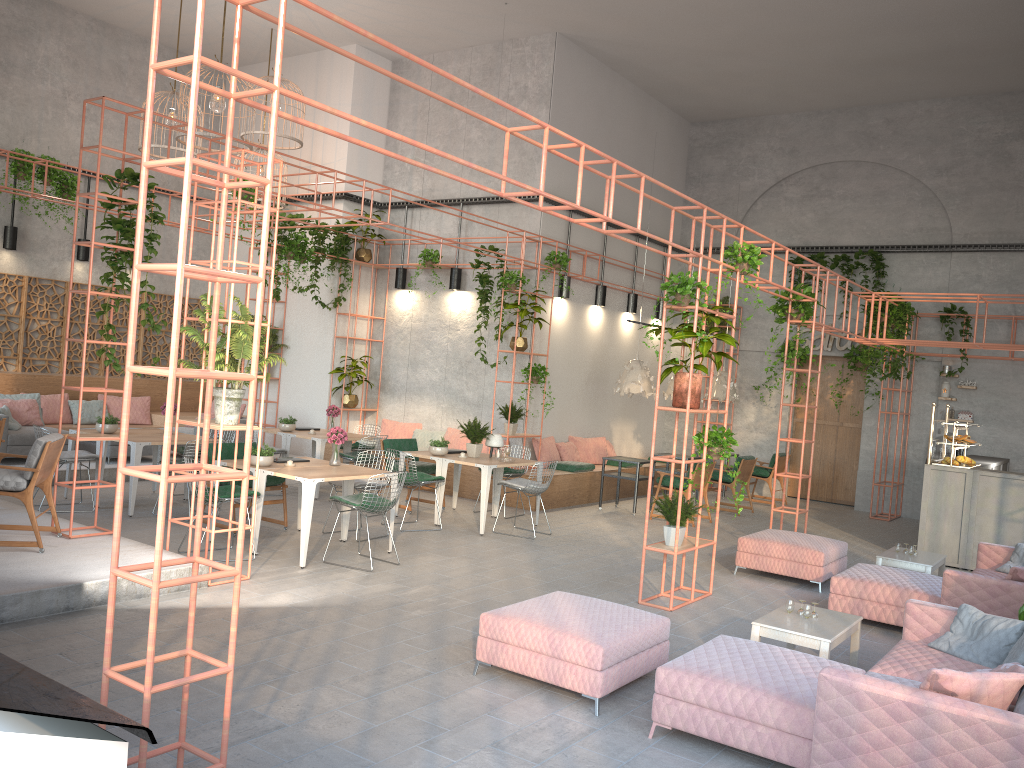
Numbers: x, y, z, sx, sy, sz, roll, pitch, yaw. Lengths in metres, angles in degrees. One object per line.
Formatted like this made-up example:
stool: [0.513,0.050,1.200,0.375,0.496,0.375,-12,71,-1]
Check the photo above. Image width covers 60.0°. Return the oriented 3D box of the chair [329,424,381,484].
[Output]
chair: [-2.431,1.105,13.791,0.565,0.941,0.717,5,1,36]

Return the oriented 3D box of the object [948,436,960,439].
object: [5.656,0.684,11.352,0.093,0.050,0.138,4,1,-39]

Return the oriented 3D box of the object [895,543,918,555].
object: [4.025,1.709,9.050,0.156,0.145,0.199,4,1,-40]

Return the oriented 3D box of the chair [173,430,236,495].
chair: [-3.990,1.006,11.546,0.565,0.941,0.717,5,1,36]

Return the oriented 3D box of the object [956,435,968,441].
object: [5.733,0.684,11.296,0.142,0.087,0.094,5,1,42]

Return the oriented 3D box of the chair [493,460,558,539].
chair: [0.170,1.362,10.847,0.717,0.941,0.565,5,1,31]

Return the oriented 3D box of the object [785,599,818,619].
object: [2.010,1.581,6.149,0.156,0.145,0.199,4,1,-40]

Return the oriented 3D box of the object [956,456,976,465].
object: [5.796,0.974,11.323,0.240,0.104,0.073,5,1,16]

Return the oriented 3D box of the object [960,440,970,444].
object: [5.780,0.736,11.334,0.151,0.052,0.097,5,1,37]

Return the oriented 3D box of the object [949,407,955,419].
object: [7.449,0.486,15.015,0.081,0.204,0.081,5,1,35]

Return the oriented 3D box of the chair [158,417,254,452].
chair: [-4.892,0.829,14.129,1.127,0.672,1.052,5,1,35]

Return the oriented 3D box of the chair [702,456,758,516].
chair: [3.516,1.603,14.368,0.685,0.930,0.722,5,1,35]

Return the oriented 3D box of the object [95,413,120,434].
object: [-4.782,0.461,10.478,0.247,0.247,0.252,5,1,35]

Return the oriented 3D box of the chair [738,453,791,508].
chair: [4.504,1.665,15.790,0.685,0.930,0.722,5,1,35]

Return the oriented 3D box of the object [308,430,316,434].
object: [-2.851,0.679,12.649,0.115,0.078,0.115,5,1,41]

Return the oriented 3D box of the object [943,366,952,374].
object: [7.393,-0.242,15.073,0.133,0.145,0.133,5,1,-3]

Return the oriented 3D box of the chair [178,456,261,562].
chair: [-2.748,1.154,8.355,0.717,0.941,0.565,4,1,-39]

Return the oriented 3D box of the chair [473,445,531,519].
chair: [-0.124,1.319,12.179,0.565,0.941,0.717,5,1,36]

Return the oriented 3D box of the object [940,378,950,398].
object: [7.377,0.061,15.079,0.145,0.336,0.136,4,1,-41]

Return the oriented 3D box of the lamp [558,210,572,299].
lamp: [0.902,-2.113,14.448,0.185,1.425,0.179,5,1,35]

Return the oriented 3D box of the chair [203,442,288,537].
chair: [-2.933,1.124,9.716,0.685,0.917,0.722,5,1,35]

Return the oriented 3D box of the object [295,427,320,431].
object: [-3.114,0.668,13.269,0.268,0.031,0.427,5,1,35]

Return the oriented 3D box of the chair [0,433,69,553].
chair: [-4.143,0.871,7.353,0.685,0.914,0.722,5,1,-15]

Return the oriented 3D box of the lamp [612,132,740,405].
lamp: [3.040,-1.722,14.893,0.704,4.052,4.456,5,1,35]

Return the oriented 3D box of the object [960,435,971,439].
object: [5.843,0.699,11.455,0.149,0.081,0.088,5,1,20]

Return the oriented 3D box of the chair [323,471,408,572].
chair: [-1.403,1.263,8.552,0.717,0.941,0.565,5,1,31]

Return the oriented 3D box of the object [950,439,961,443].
object: [5.690,0.721,11.386,0.146,0.064,0.101,5,1,30]

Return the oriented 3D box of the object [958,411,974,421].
object: [7.622,0.535,14.893,0.219,0.149,0.129,5,1,35]

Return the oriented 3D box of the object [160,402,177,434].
object: [-4.237,0.415,10.963,0.213,0.414,0.225,5,1,27]

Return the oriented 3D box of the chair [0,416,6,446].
chair: [-5.447,0.737,8.617,0.685,0.929,0.722,5,1,35]

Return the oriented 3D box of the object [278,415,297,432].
object: [-3.223,0.559,12.722,0.248,0.247,0.254,5,1,35]

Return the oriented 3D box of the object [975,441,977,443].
object: [5.890,0.725,11.379,0.151,0.049,0.099,5,1,19]

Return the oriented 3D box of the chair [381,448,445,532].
chair: [-1.176,1.253,10.650,0.717,0.941,0.565,4,1,-39]

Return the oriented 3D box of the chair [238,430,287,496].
chair: [-3.483,1.038,12.262,0.717,0.941,0.565,4,1,-39]

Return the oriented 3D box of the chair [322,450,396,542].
chair: [-1.696,1.220,9.884,0.565,0.941,0.717,5,1,36]

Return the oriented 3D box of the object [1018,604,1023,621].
object: [3.536,1.758,6.165,0.225,0.464,0.236,5,1,13]

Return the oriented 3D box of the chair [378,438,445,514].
chair: [-1.359,1.223,12.011,0.685,0.917,0.722,5,1,35]

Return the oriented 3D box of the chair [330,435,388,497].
chair: [-2.137,1.147,12.459,0.717,0.941,0.565,5,1,31]

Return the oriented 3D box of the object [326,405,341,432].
object: [-2.675,0.514,13.212,0.213,0.414,0.225,5,1,27]

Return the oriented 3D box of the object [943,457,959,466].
object: [5.663,0.992,11.426,0.089,0.095,0.237,4,1,-21]

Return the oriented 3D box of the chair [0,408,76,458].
chair: [-6.748,0.659,12.163,1.056,0.586,1.127,5,1,35]

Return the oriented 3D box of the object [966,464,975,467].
object: [5.838,0.999,11.400,0.090,0.110,0.232,4,1,-35]

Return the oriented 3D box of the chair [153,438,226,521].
chair: [-3.697,1.049,10.214,0.717,0.941,0.565,5,1,31]

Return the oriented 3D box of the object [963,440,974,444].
object: [5.810,0.731,11.299,0.132,0.051,0.099,5,1,33]

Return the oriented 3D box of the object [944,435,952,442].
object: [5.631,0.702,11.439,0.111,0.092,0.098,5,1,34]

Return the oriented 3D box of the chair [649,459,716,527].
chair: [2.507,1.539,12.914,0.685,0.929,0.722,5,1,35]

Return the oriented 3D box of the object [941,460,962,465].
object: [5.696,1.012,11.500,0.243,0.062,0.091,5,1,28]

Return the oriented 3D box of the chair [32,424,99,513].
chair: [-5.042,0.939,10.017,0.717,0.941,0.565,4,1,-39]

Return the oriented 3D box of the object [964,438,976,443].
object: [5.808,0.720,11.267,0.152,0.058,0.095,5,1,25]
